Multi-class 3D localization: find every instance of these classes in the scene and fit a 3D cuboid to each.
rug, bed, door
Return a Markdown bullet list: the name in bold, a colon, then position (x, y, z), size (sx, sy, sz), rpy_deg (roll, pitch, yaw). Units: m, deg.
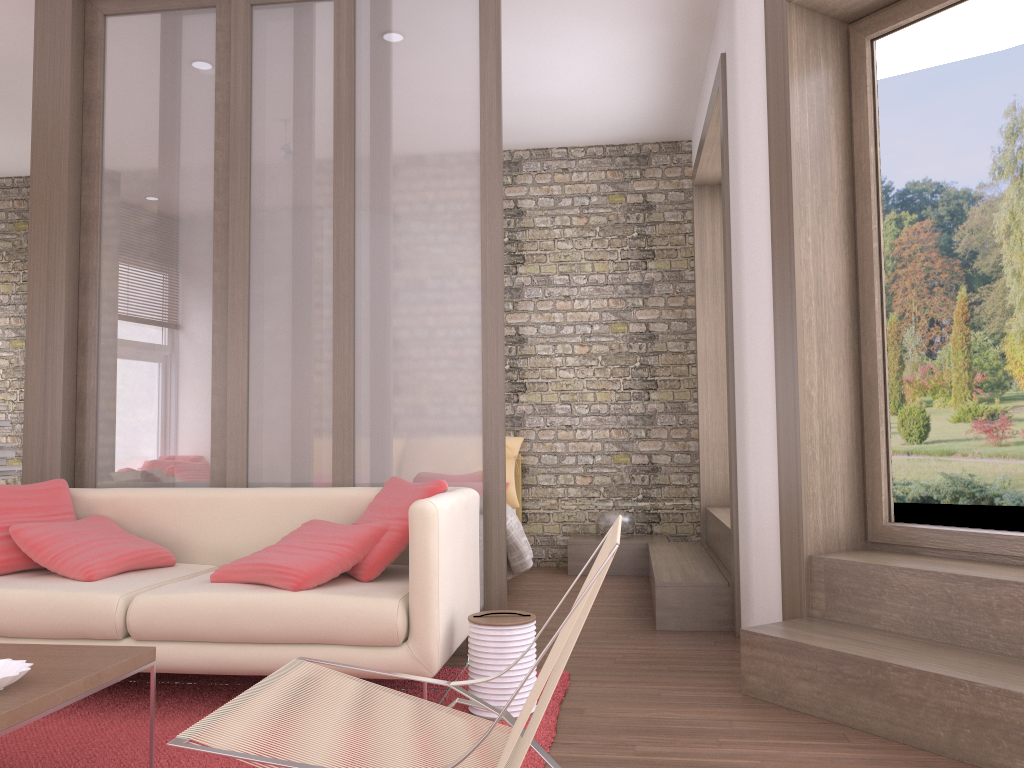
- **rug**: position (-1.438, 1.096, 2.152), size (2.938, 0.016, 3.344), rpy_deg (-1, -4, 8)
- **bed**: position (-0.947, 0.900, 5.732), size (2.219, 0.861, 2.360), rpy_deg (-1, -4, 8)
- **door**: position (1.971, -0.494, 3.064), size (0.142, 2.275, 1.800), rpy_deg (2, -4, -33)

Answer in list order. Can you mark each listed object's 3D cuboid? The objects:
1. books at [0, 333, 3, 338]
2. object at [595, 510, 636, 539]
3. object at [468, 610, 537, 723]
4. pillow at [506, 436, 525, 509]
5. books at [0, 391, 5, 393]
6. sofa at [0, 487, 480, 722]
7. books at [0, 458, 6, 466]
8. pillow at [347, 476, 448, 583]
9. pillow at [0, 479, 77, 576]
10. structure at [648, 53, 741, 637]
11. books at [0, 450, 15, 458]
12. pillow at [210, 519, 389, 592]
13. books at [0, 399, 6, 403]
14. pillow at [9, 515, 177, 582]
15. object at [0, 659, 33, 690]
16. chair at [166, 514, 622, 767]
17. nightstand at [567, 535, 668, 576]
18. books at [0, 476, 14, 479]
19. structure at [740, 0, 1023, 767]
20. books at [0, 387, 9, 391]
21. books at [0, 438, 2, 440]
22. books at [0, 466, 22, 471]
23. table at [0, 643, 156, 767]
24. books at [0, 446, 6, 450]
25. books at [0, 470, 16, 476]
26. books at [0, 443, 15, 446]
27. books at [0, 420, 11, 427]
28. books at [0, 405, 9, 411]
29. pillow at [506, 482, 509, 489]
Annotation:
- **books**: position (-3.245, -0.301, 5.143), size (0.434, 0.019, 0.324), rpy_deg (0, -4, -12)
- **object**: position (0.758, 1.024, 6.489), size (0.296, 0.199, 0.211), rpy_deg (-1, -4, 5)
- **object**: position (-0.033, 0.968, 3.080), size (0.239, 0.341, 0.239), rpy_deg (-4, -5, 40)
- **pillow**: position (-0.415, 0.669, 6.658), size (1.021, 0.557, 0.366), rpy_deg (-1, -4, 8)
- **books**: position (-3.234, 0.048, 5.129), size (0.443, 0.010, 0.345), rpy_deg (-3, -4, 27)
- **sofa**: position (-1.280, 0.806, 3.497), size (2.204, 0.751, 0.919), rpy_deg (-1, -4, 7)
- **books**: position (-3.273, 0.451, 5.081), size (0.522, 0.046, 0.410), rpy_deg (-1, -4, 8)
- **pillow**: position (-0.528, 0.566, 3.527), size (0.379, 0.377, 0.498), rpy_deg (2, -4, -32)
- **pillow**: position (-2.044, 0.591, 3.680), size (0.379, 0.377, 0.498), rpy_deg (-4, -5, 42)
- **structure**: position (1.223, -0.157, 5.352), size (0.808, 2.881, 2.039), rpy_deg (-1, -4, 8)
- **books**: position (-3.246, 0.405, 5.107), size (0.542, 0.046, 0.421), rpy_deg (-1, -4, 8)
- **pillow**: position (-0.787, 0.639, 3.335), size (0.507, 0.224, 0.467), rpy_deg (-3, -5, 35)
- **books**: position (-3.221, 0.101, 5.106), size (0.484, 0.020, 0.323), rpy_deg (-3, -4, 27)
- **pillow**: position (-1.709, 0.667, 3.628), size (0.467, 0.224, 0.507), rpy_deg (-2, -4, 20)
- **object**: position (-1.238, 0.680, 2.027), size (0.251, 0.043, 0.249), rpy_deg (-2, -4, 19)
- **chair**: position (-0.184, 0.694, 1.945), size (0.853, 0.762, 0.739), rpy_deg (-1, -4, 7)
- **nightstand**: position (0.770, 1.241, 6.435), size (0.707, 0.240, 0.400), rpy_deg (-1, -4, 8)
- **books**: position (-3.217, 0.538, 5.043), size (0.542, 0.016, 0.423), rpy_deg (-1, -4, 8)
- **structure**: position (1.681, -0.326, 2.864), size (0.845, 2.881, 2.039), rpy_deg (2, -4, -33)
- **books**: position (-3.214, 0.031, 5.108), size (0.500, 0.018, 0.326), rpy_deg (-3, -4, 27)
- **books**: position (-3.267, 0.327, 5.101), size (0.469, 0.028, 0.368), rpy_deg (0, -4, -7)
- **books**: position (-3.192, 0.487, 5.085), size (0.566, 0.025, 0.423), rpy_deg (-1, -4, 8)
- **table**: position (-1.462, 0.897, 2.083), size (0.850, 0.378, 0.850), rpy_deg (-1, -4, 8)
- **books**: position (-3.269, 0.370, 5.088), size (0.510, 0.020, 0.399), rpy_deg (-1, -4, 8)
- **books**: position (-3.260, 0.517, 5.084), size (0.612, 0.028, 0.399), rpy_deg (-1, -4, 8)
- **books**: position (-3.212, 0.350, 5.107), size (0.542, 0.020, 0.320), rpy_deg (-1, -4, 8)
- **books**: position (-3.234, 0.227, 5.111), size (0.518, 0.038, 0.341), rpy_deg (0, -4, -7)
- **books**: position (-3.204, 0.140, 5.091), size (0.524, 0.030, 0.317), rpy_deg (-3, -4, 27)
- **pillow**: position (-0.464, 0.777, 6.296), size (0.834, 0.261, 0.540), rpy_deg (-1, -4, 8)
